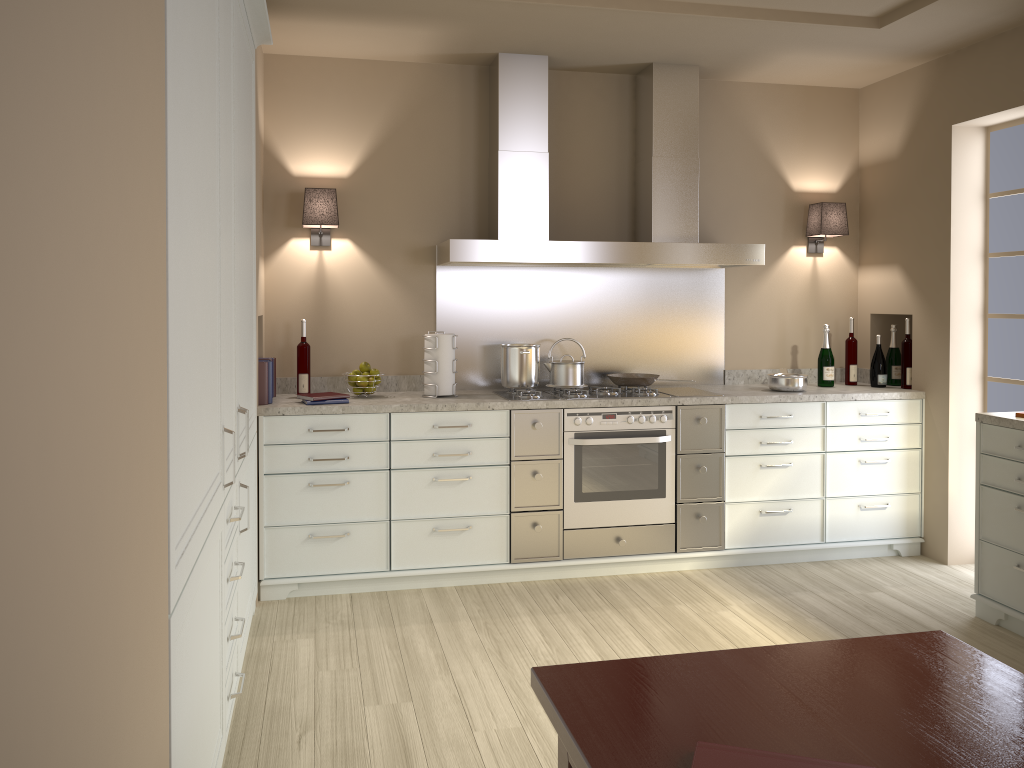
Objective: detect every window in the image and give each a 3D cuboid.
[{"bbox_3d":[2.325,-0.292,4.035,0.010,1.196,0.410,0,1,-12],"label":"window"}]

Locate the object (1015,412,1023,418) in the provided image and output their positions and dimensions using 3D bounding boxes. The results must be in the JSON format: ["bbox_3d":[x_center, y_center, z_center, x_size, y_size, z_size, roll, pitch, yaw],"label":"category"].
[{"bbox_3d":[2.150,0.122,3.419,0.350,0.020,0.201,-3,6,-27],"label":"object"}]

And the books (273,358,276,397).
[{"bbox_3d":[-1.183,-0.030,4.116,0.164,0.182,0.032,-1,1,-12],"label":"books"}]

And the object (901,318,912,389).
[{"bbox_3d":[2.032,-0.157,4.540,0.062,0.365,0.062,0,1,21],"label":"object"}]

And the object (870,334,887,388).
[{"bbox_3d":[1.916,-0.120,4.622,0.083,0.277,0.084,0,1,9],"label":"object"}]

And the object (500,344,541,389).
[{"bbox_3d":[0.040,-0.088,4.292,0.201,0.206,0.201,2,4,35],"label":"object"}]

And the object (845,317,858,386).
[{"bbox_3d":[1.814,-0.175,4.729,0.062,0.365,0.062,0,1,21],"label":"object"}]

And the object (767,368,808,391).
[{"bbox_3d":[1.426,-0.022,4.515,0.198,0.090,0.371,3,6,29],"label":"object"}]

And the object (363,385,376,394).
[{"bbox_3d":[-0.663,0.020,4.122,0.059,0.056,0.061,2,4,32],"label":"object"}]

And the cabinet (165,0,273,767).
[{"bbox_3d":[-1.047,-0.143,2.514,0.612,2.335,2.350,0,3,-12],"label":"cabinet"}]

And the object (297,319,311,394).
[{"bbox_3d":[-0.969,-0.120,4.115,0.062,0.365,0.062,0,1,14],"label":"object"}]

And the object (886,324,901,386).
[{"bbox_3d":[2.040,-0.157,4.722,0.083,0.331,0.083,0,1,16],"label":"object"}]

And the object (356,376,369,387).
[{"bbox_3d":[-0.690,-0.012,4.076,0.058,0.058,0.058,3,4,44],"label":"object"}]

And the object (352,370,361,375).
[{"bbox_3d":[-0.725,-0.046,4.120,0.044,0.043,0.040,0,3,2],"label":"object"}]

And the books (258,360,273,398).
[{"bbox_3d":[-1.160,-0.017,3.963,0.164,0.182,0.092,-1,2,-12],"label":"books"}]

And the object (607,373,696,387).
[{"bbox_3d":[0.659,-0.013,4.352,0.265,0.051,0.425,-5,7,-45],"label":"object"}]

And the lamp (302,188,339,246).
[{"bbox_3d":[-0.908,-0.791,4.196,0.169,0.258,0.192,0,3,-12],"label":"lamp"}]

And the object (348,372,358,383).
[{"bbox_3d":[-0.733,-0.029,4.078,0.047,0.048,0.048,3,4,40],"label":"object"}]

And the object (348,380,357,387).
[{"bbox_3d":[-0.742,-0.013,4.139,0.053,0.055,0.054,3,4,42],"label":"object"}]

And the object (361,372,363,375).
[{"bbox_3d":[-0.714,-0.032,4.177,0.054,0.048,0.055,-1,4,-19],"label":"object"}]

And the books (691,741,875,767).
[{"bbox_3d":[0.314,0.478,1.022,0.215,0.017,0.194,2,6,17],"label":"books"}]

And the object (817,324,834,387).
[{"bbox_3d":[1.650,-0.150,4.649,0.083,0.331,0.083,0,1,16],"label":"object"}]

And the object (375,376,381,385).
[{"bbox_3d":[-0.633,-0.018,4.127,0.047,0.045,0.047,0,3,-8],"label":"object"}]

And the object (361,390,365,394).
[{"bbox_3d":[-0.701,0.028,4.156,0.038,0.038,0.039,0,3,-9],"label":"object"}]

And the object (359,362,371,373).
[{"bbox_3d":[-0.687,-0.077,4.134,0.055,0.056,0.055,-1,3,-12],"label":"object"}]

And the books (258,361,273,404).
[{"bbox_3d":[-1.125,-0.006,3.840,0.164,0.182,0.032,-1,1,-12],"label":"books"}]

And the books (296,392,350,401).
[{"bbox_3d":[-0.838,0.055,3.909,0.183,0.017,0.165,-5,7,-42],"label":"books"}]

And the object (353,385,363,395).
[{"bbox_3d":[-0.716,0.027,4.106,0.048,0.048,0.048,0,3,-1],"label":"object"}]

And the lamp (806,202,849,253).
[{"bbox_3d":[1.688,-0.842,4.769,0.169,0.258,0.192,0,3,-12],"label":"lamp"}]

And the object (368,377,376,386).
[{"bbox_3d":[-0.649,-0.011,4.086,0.039,0.040,0.040,-1,3,-21],"label":"object"}]

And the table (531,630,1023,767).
[{"bbox_3d":[0.585,0.862,0.638,0.751,0.678,1.765,-1,5,-12],"label":"table"}]

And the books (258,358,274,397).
[{"bbox_3d":[-1.186,-0.028,4.083,0.164,0.182,0.032,-1,1,-12],"label":"books"}]

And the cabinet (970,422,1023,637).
[{"bbox_3d":[2.394,0.630,2.543,0.638,0.791,2.227,-1,5,-12],"label":"cabinet"}]

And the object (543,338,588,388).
[{"bbox_3d":[0.269,-0.108,4.336,0.209,0.236,0.209,1,3,21],"label":"object"}]

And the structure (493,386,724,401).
[{"bbox_3d":[0.455,0.033,4.274,1.048,0.031,0.400,-1,5,-12],"label":"structure"}]

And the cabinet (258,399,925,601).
[{"bbox_3d":[0.431,0.462,4.347,3.206,0.792,0.644,-1,3,-12],"label":"cabinet"}]

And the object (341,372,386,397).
[{"bbox_3d":[-0.692,0.005,4.127,0.206,0.109,0.206,3,5,32],"label":"object"}]

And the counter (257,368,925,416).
[{"bbox_3d":[0.442,0.021,4.330,3.845,0.114,0.581,-1,5,-12],"label":"counter"}]

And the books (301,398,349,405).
[{"bbox_3d":[-0.825,0.074,3.898,0.183,0.017,0.165,-2,6,-22],"label":"books"}]

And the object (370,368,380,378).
[{"bbox_3d":[-0.636,-0.050,4.101,0.047,0.045,0.047,-1,3,-12],"label":"object"}]

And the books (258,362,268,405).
[{"bbox_3d":[-1.134,-0.001,3.805,0.164,0.182,0.032,-1,1,-12],"label":"books"}]

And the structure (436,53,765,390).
[{"bbox_3d":[0.430,-0.776,4.363,1.558,1.676,0.448,-1,1,-12],"label":"structure"}]

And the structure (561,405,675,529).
[{"bbox_3d":[0.444,0.403,4.315,0.541,0.695,0.581,-1,3,-12],"label":"structure"}]

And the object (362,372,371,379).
[{"bbox_3d":[-0.675,-0.038,4.107,0.040,0.038,0.040,-3,4,-41],"label":"object"}]

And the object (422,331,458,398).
[{"bbox_3d":[-0.342,-0.095,4.157,0.168,0.304,0.163,-1,2,-28],"label":"object"}]

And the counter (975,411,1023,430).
[{"bbox_3d":[2.352,0.228,2.537,0.522,0.035,2.206,-1,5,-12],"label":"counter"}]

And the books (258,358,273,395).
[{"bbox_3d":[-1.182,-0.024,4.051,0.164,0.182,0.032,-1,1,-12],"label":"books"}]
